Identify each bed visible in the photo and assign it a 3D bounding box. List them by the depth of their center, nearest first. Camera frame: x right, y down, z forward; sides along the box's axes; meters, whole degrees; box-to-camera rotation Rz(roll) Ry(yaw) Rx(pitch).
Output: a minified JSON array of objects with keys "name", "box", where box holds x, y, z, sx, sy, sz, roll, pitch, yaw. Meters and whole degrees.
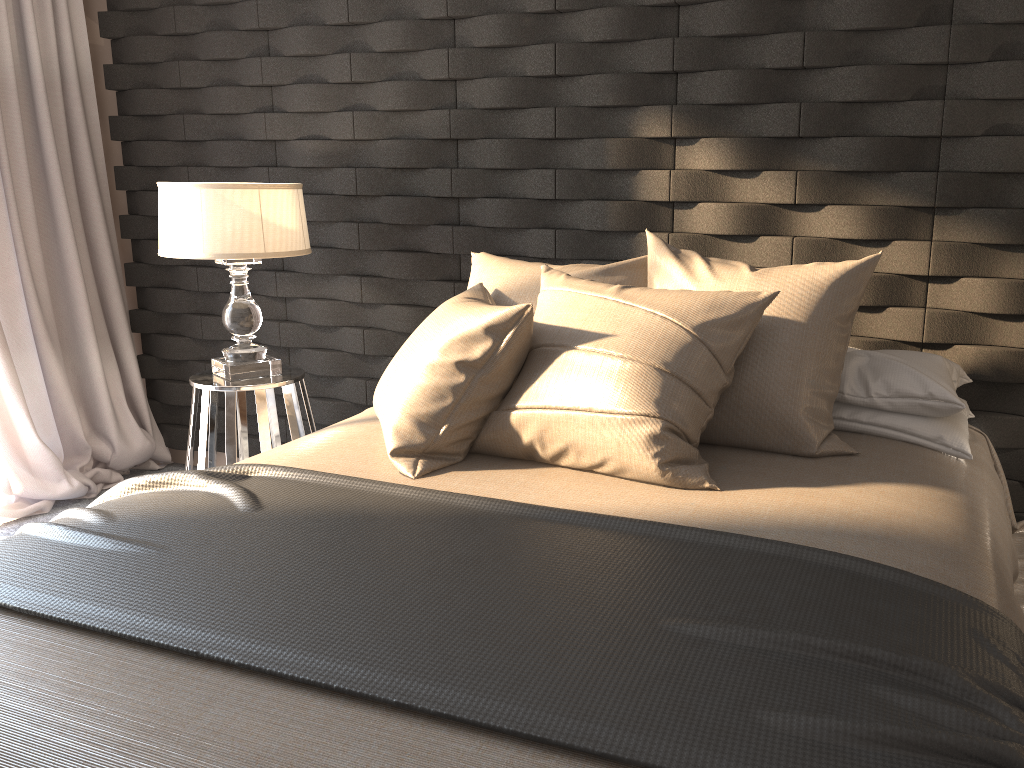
[{"name":"bed","box":[0.077,0.521,1.914,2.204,0.623,2.389,6,14,24]}]

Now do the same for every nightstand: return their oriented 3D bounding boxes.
[{"name":"nightstand","box":[-0.884,0.261,3.035,0.523,0.602,0.579,9,15,36]}]

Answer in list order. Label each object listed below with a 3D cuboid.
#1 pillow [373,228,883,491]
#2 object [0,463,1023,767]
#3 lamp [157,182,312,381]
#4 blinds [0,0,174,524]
[{"name":"pillow","box":[0.215,-0.105,2.167,1.208,0.517,0.938,6,14,24]},{"name":"object","box":[-0.134,0.439,1.462,1.977,0.321,0.643,6,14,21]},{"name":"lamp","box":[-0.902,-0.343,2.911,0.490,0.629,0.443,-8,15,-33]},{"name":"blinds","box":[-1.797,-0.827,3.186,0.331,2.635,1.029,3,13,17]}]
